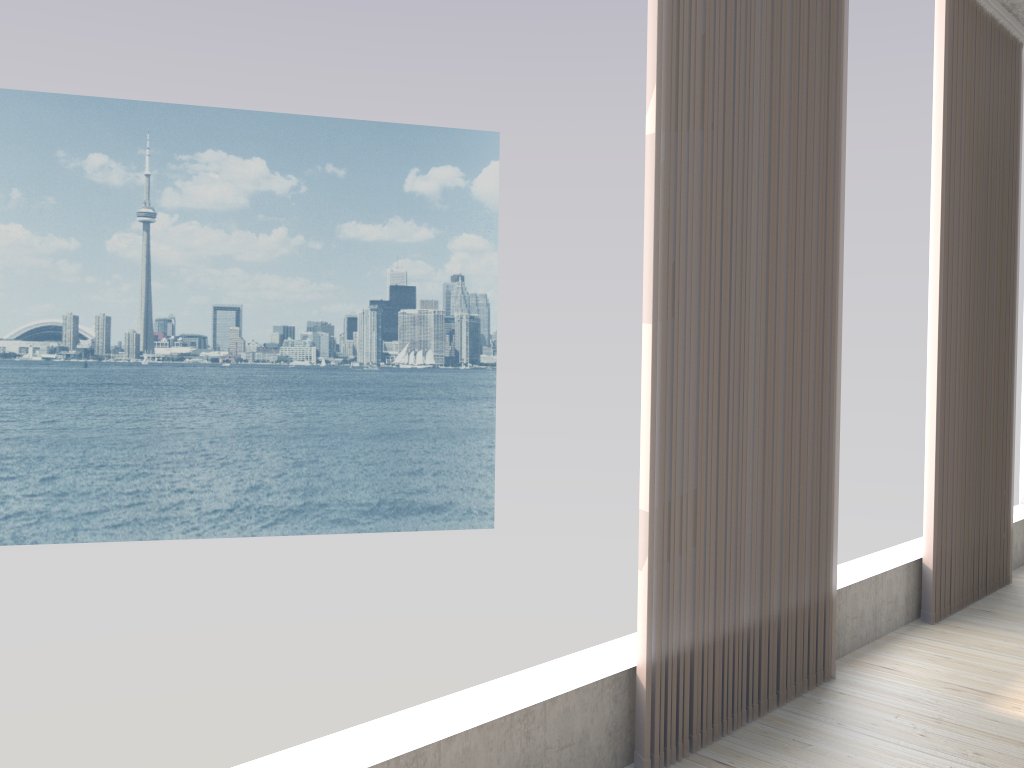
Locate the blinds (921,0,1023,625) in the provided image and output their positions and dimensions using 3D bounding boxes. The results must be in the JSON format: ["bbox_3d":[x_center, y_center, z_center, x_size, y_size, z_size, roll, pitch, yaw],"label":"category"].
[{"bbox_3d":[2.170,-0.356,4.139,0.069,2.744,1.133,2,1,45],"label":"blinds"}]

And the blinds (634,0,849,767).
[{"bbox_3d":[0.742,-0.352,2.691,0.069,2.744,1.133,2,1,45],"label":"blinds"}]
